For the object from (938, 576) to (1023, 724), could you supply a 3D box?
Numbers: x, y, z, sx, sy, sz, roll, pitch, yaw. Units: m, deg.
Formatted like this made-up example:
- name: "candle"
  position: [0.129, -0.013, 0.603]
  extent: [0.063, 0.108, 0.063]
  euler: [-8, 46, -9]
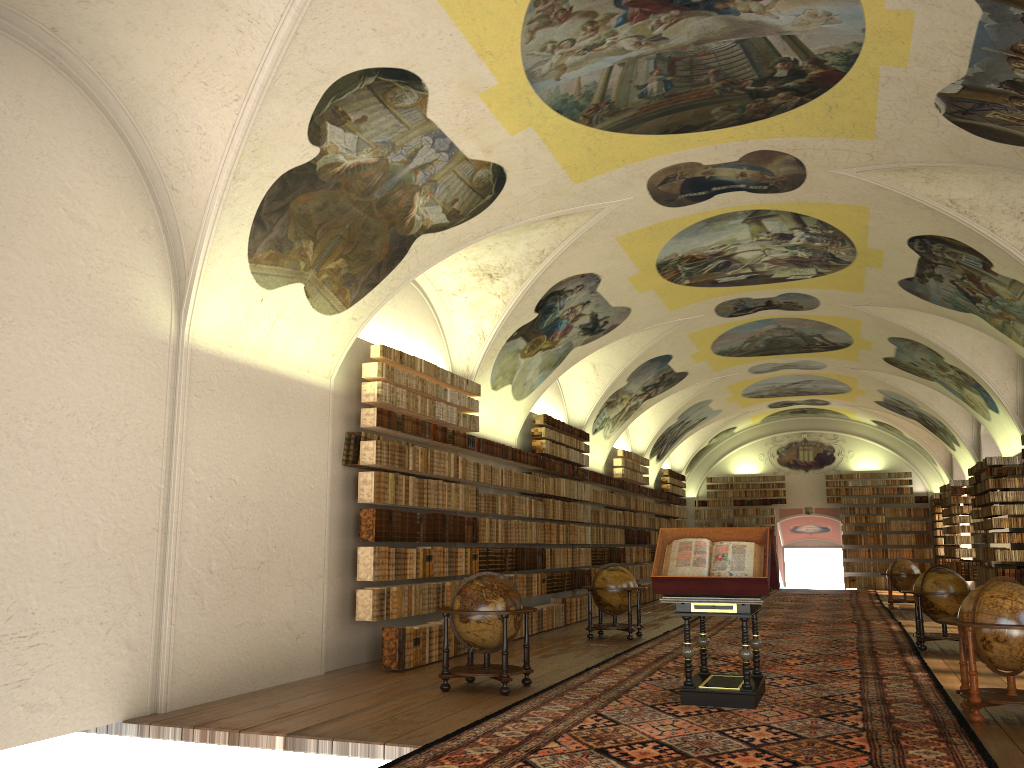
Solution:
- name: "object"
  position: [5.161, 2.737, 9.222]
  extent: [1.280, 1.444, 1.282]
  euler: [6, -12, -32]

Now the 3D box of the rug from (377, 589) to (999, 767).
- name: "rug"
  position: [6.071, 5.305, 19.463]
  extent: [4.706, 0.064, 37.013]
  euler: [-4, -11, 20]

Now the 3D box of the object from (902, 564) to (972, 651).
- name: "object"
  position: [7.495, 3.875, 15.424]
  extent: [1.279, 1.444, 1.283]
  euler: [3, -10, -17]

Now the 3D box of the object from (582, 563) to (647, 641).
- name: "object"
  position: [2.017, 4.250, 17.430]
  extent: [1.280, 1.444, 1.282]
  euler: [6, -12, -32]

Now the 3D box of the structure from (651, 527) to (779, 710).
- name: "structure"
  position: [2.455, 2.695, 10.429]
  extent: [1.246, 1.975, 1.897]
  euler: [-4, -10, 20]

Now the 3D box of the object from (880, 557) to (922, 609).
- name: "object"
  position: [11.300, 5.732, 25.540]
  extent: [1.280, 1.444, 1.282]
  euler: [5, -11, -27]

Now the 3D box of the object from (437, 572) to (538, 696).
- name: "object"
  position: [-0.315, 3.112, 11.227]
  extent: [1.279, 1.444, 1.283]
  euler: [3, -10, -17]
